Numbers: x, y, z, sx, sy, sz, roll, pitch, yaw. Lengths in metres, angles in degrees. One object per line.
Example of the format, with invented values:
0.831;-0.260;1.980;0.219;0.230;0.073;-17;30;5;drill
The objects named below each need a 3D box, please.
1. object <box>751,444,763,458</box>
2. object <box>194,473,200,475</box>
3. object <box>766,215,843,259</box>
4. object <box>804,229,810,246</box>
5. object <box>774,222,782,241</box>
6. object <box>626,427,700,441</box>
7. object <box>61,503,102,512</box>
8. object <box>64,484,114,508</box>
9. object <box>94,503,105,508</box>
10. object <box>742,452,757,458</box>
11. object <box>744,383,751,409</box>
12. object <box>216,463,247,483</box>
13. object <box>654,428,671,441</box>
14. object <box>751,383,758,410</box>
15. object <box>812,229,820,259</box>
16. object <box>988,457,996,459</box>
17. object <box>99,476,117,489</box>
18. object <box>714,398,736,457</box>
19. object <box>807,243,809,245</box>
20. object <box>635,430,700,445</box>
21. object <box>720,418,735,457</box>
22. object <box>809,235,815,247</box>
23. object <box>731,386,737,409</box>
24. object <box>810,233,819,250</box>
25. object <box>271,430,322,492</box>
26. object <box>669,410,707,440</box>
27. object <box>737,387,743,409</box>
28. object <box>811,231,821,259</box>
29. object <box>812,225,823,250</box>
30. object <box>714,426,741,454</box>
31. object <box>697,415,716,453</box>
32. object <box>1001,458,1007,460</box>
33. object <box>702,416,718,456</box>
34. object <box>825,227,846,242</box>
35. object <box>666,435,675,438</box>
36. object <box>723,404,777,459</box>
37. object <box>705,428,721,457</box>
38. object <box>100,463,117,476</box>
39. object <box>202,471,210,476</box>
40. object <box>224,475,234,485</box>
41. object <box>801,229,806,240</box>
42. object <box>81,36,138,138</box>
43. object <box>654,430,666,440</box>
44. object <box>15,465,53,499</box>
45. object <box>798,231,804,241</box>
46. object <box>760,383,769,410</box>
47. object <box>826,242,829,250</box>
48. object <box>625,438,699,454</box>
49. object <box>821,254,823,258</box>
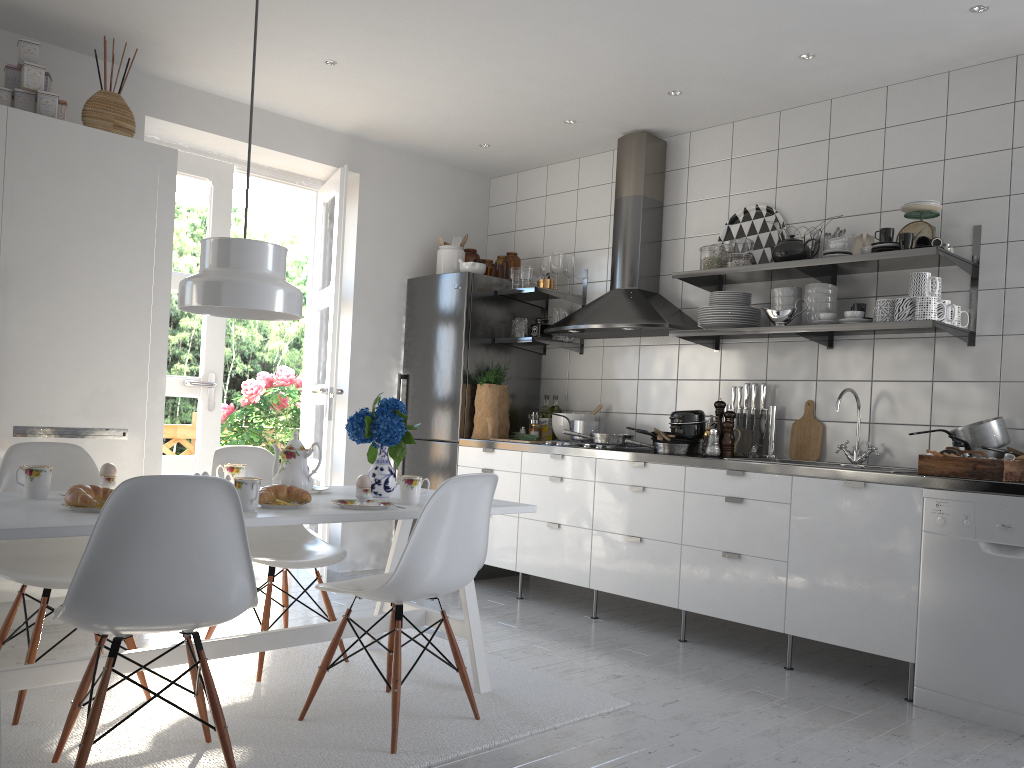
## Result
1.206;0.327;4.340;0.029;0.068;0.069;3;-1;-39;object
-0.906;0.306;2.545;0.065;0.102;0.069;4;-1;-44;object
1.372;-0.662;4.193;0.377;0.279;0.198;2;-1;28;object
1.409;-0.635;4.236;0.025;0.227;0.086;3;0;15;object
1.287;-0.651;4.215;0.021;0.250;0.113;3;0;-39;object
0.774;0.263;4.414;0.356;0.080;0.246;5;-3;-36;object
-1.125;0.332;2.384;0.158;0.016;0.158;2;-2;16;object
-1.137;0.302;2.395;0.124;0.057;0.161;3;-2;11;object
-1.093;0.324;2.371;0.109;0.036;0.070;3;-2;4;object
1.153;0.341;4.299;0.070;0.031;0.072;5;-3;-44;object
1.177;0.061;4.443;0.022;0.132;0.033;3;0;-40;object
-0.972;0.327;3.088;0.078;0.095;0.091;2;-1;45;object
0.739;0.247;4.372;0.059;0.061;0.334;3;-2;4;object
1.207;0.062;4.413;0.022;0.132;0.033;3;0;-40;object
1.429;-0.630;4.197;0.068;0.217;0.020;3;0;-18;object
1.725;0.293;3.175;0.042;0.062;0.069;3;-1;-13;object
-1.248;0.312;2.735;0.048;0.057;0.048;3;-1;-3;object
1.033;0.210;4.316;0.061;0.283;0.123;3;0;-39;object
1.377;-0.612;4.224;0.097;0.175;0.023;3;0;-32;object
0.764;0.277;4.423;0.347;0.082;0.243;3;-2;-2;object
1.029;0.256;4.229;0.058;0.184;0.058;3;0;-15;object
1.396;-0.616;4.182;0.081;0.187;0.023;3;0;-35;object
1.126;0.069;4.497;0.027;0.114;0.019;3;0;41;object
1.386;-0.616;4.149;0.090;0.181;0.023;3;0;19;object
-0.710;0.266;2.907;0.140;0.230;0.149;3;-1;-26;object
0.872;0.204;4.400;0.190;0.159;0.197;3;-1;7;object
1.150;0.070;4.472;0.027;0.114;0.019;3;0;41;object
1.410;-0.619;4.157;0.062;0.190;0.023;3;0;28;object
1.418;-0.637;4.178;0.085;0.226;0.027;3;0;29;object
1.062;0.284;4.415;0.115;0.144;0.127;3;-1;-5;object
1.008;0.261;4.611;0.081;0.201;0.101;3;0;-24;object
1.764;0.298;3.190;0.040;0.063;0.069;3;-1;4;object
0.959;0.250;4.273;0.080;0.192;0.058;3;0;35;object
1.488;-0.628;4.084;0.104;0.203;0.077;3;0;44;object
0.774;0.261;4.385;0.065;0.021;0.336;3;-2;10;object
1.182;0.236;4.429;0.067;0.260;0.321;3;-1;-44;object
0.956;0.276;4.207;0.069;0.135;0.069;3;0;26;object
-1.246;0.274;2.735;0.048;0.063;0.048;4;-1;-40;object
-0.906;0.309;2.612;0.065;0.102;0.069;4;-1;-44;object
-0.887;0.324;2.762;0.140;0.084;0.186;5;-2;-44;object
1.391;-0.638;4.264;0.029;0.232;0.063;3;0;34;object
-1.741;-1.267;3.843;0.229;0.452;0.091;3;0;-43;object
0.723;0.253;4.373;0.064;0.044;0.335;3;-2;13;object
-1.385;0.286;2.579;0.091;0.095;0.078;2;-1;33;object
1.382;-0.632;4.245;0.028;0.220;0.100;3;0;18;object
1.246;0.062;4.372;0.022;0.132;0.046;3;0;-40;object
1.482;-0.586;4.072;0.084;0.130;0.084;3;-1;24;object
0.764;0.313;4.453;0.351;0.061;0.232;2;-2;25;object
1.422;-0.552;3.960;0.079;0.047;0.082;2;-2;21;object
